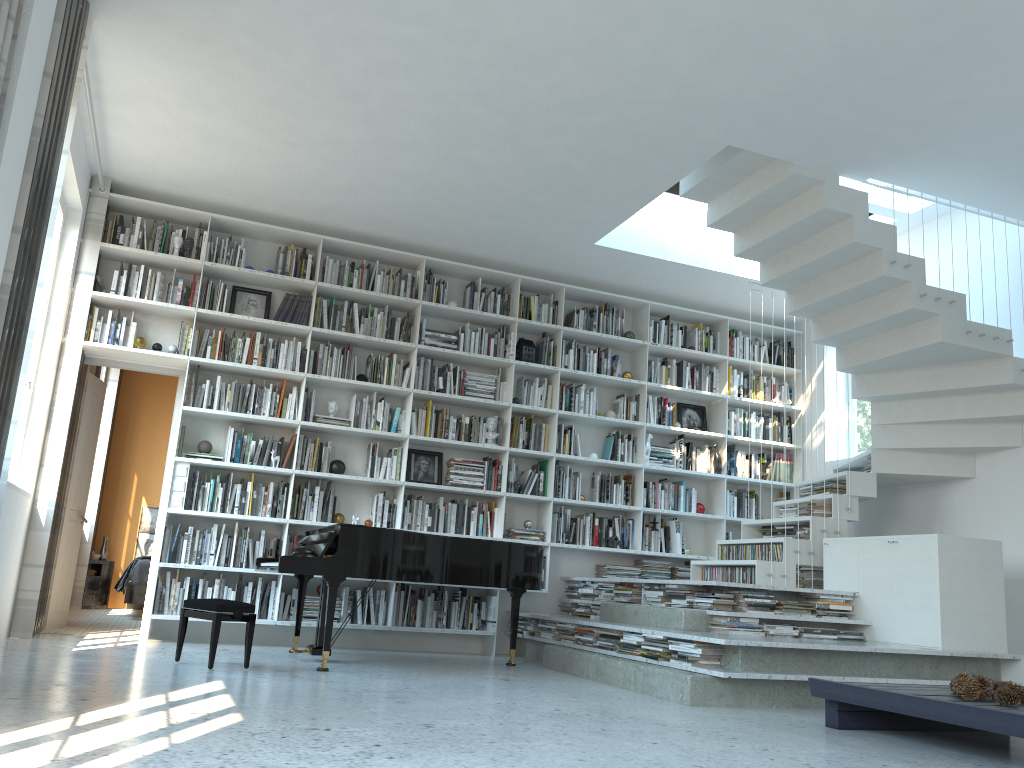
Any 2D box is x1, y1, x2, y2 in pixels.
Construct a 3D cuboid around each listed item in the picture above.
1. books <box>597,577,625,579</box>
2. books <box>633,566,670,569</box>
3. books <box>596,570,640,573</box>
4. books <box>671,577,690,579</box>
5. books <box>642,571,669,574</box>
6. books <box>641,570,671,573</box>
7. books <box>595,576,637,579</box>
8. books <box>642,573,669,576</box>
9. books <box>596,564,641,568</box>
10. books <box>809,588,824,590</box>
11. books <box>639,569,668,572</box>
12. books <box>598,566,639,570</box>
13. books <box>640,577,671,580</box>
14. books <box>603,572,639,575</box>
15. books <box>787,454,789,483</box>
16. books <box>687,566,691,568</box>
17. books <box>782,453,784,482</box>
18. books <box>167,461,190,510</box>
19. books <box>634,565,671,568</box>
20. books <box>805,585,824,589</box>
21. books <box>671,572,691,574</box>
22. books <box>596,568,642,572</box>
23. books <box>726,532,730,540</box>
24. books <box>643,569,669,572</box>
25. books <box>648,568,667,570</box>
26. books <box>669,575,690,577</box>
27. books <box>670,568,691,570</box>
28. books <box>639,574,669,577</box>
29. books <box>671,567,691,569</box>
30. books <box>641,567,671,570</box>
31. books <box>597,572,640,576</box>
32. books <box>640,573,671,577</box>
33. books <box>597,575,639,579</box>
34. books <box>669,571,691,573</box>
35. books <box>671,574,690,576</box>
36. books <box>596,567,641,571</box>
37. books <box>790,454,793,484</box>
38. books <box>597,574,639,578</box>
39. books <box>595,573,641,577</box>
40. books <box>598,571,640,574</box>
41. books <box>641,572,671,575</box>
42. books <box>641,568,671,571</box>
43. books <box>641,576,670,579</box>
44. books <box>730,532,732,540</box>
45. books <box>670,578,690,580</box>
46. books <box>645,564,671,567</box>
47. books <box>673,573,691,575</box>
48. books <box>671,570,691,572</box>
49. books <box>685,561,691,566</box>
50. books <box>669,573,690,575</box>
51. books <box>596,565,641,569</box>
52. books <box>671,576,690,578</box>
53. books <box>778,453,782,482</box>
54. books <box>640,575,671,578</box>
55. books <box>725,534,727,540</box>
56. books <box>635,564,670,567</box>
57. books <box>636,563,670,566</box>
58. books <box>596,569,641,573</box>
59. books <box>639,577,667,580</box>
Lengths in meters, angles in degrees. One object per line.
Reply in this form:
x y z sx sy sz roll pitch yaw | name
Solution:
0.905 1.668 7.602 0.308 0.008 0.195 10 -14 -24 | books
1.221 1.605 7.748 0.285 0.005 0.160 9 -14 -21 | books
0.913 1.611 7.618 0.346 0.007 0.194 10 -14 -23 | books
1.564 1.725 7.859 0.328 0.008 0.208 9 -14 -22 | books
1.221 1.645 7.740 0.254 0.007 0.161 9 -14 -19 | books
1.221 1.639 7.742 0.285 0.007 0.160 9 -14 -19 | books
0.907 1.661 7.600 0.346 0.007 0.194 8 -13 -15 | books
1.220 1.659 7.737 0.254 0.007 0.161 9 -14 -19 | books
0.914 1.568 7.631 0.346 0.007 0.194 8 -14 -18 | books
2.629 1.753 7.561 0.259 0.009 0.153 9 -14 -19 | books
1.221 1.632 7.745 0.285 0.007 0.160 9 -14 -20 | books
0.914 1.583 7.627 0.308 0.008 0.195 8 -14 -18 | books
1.222 1.691 7.721 0.285 0.007 0.160 8 -13 -15 | books
0.906 1.627 7.622 0.308 0.008 0.195 9 -14 -20 | books
2.569 0.820 8.416 0.018 0.292 0.169 9 -13 -20 | books
1.708 1.632 7.893 0.159 0.012 0.285 10 -14 -24 | books
2.516 0.813 8.402 0.018 0.292 0.169 9 -13 -20 | books
-2.409 0.745 6.409 0.106 0.339 0.307 9 -13 -20 | books
1.224 1.593 7.744 0.285 0.005 0.160 10 -14 -24 | books
2.629 1.735 7.569 0.179 0.029 0.152 10 -14 -24 | books
1.565 1.682 7.872 0.368 0.007 0.206 9 -14 -21 | books
0.916 1.595 7.616 0.346 0.007 0.194 10 -14 -25 | books
1.890 1.447 7.940 0.014 0.233 0.183 9 -13 -20 | books
1.219 1.626 7.745 0.254 0.005 0.161 9 -14 -20 | books
1.220 1.615 7.746 0.254 0.005 0.161 9 -14 -21 | books
1.564 1.711 7.865 0.328 0.008 0.208 9 -14 -19 | books
1.572 1.649 7.867 0.368 0.007 0.206 10 -14 -25 | books
1.221 1.671 7.728 0.254 0.007 0.161 10 -14 -24 | books
1.569 1.643 7.877 0.368 0.007 0.206 8 -14 -18 | books
1.220 1.610 7.747 0.285 0.005 0.160 9 -14 -19 | books
0.910 1.632 7.608 0.308 0.008 0.195 10 -14 -25 | books
1.222 1.664 7.729 0.285 0.007 0.160 10 -14 -24 | books
0.906 1.654 7.605 0.308 0.008 0.195 8 -14 -16 | books
1.570 1.672 7.863 0.328 0.008 0.208 8 -13 -15 | books
1.566 1.703 7.861 0.368 0.007 0.206 8 -14 -17 | books
0.913 1.590 7.626 0.346 0.007 0.194 8 -14 -18 | books
2.605 0.824 8.424 0.018 0.292 0.169 9 -13 -20 | books
0.905 1.647 7.611 0.308 0.008 0.195 8 -14 -18 | books
0.907 1.640 7.614 0.346 0.007 0.194 9 -14 -22 | books
0.914 1.617 7.612 0.308 0.008 0.195 8 -13 -15 | books
1.224 1.650 7.730 0.285 0.007 0.160 10 -14 -25 | books
1.221 1.620 7.742 0.285 0.005 0.160 9 -14 -22 | books
1.221 1.685 7.725 0.254 0.007 0.161 10 -14 -24 | books
1.910 1.448 7.950 0.030 0.238 0.151 9 -13 -20 | books
1.563 1.733 7.858 0.328 0.008 0.208 8 -14 -18 | books
1.227 1.583 7.749 0.285 0.005 0.160 10 -14 -23 | books
1.566 1.689 7.867 0.328 0.008 0.208 8 -14 -18 | books
1.567 1.665 7.872 0.328 0.008 0.208 8 -14 -18 | books
1.695 1.602 7.893 0.204 0.035 0.267 8 -14 -19 | books
1.567 1.695 7.863 0.328 0.008 0.208 10 -14 -23 | books
0.914 1.575 7.629 0.346 0.007 0.194 9 -14 -22 | books
1.563 1.719 7.864 0.368 0.007 0.206 9 -14 -19 | books
2.488 0.806 8.377 0.018 0.292 0.169 9 -13 -20 | books
1.220 1.678 7.731 0.285 0.007 0.160 8 -14 -18 | books
1.857 1.453 7.931 0.031 0.214 0.165 9 -13 -20 | books
1.227 1.588 7.746 0.254 0.005 0.161 8 -14 -16 | books
1.229 1.577 7.747 0.254 0.005 0.161 10 -14 -25 | books
0.912 1.604 7.623 0.346 0.007 0.194 8 -14 -18 | books
1.218 1.697 7.721 0.285 0.007 0.160 10 -14 -24 | books
